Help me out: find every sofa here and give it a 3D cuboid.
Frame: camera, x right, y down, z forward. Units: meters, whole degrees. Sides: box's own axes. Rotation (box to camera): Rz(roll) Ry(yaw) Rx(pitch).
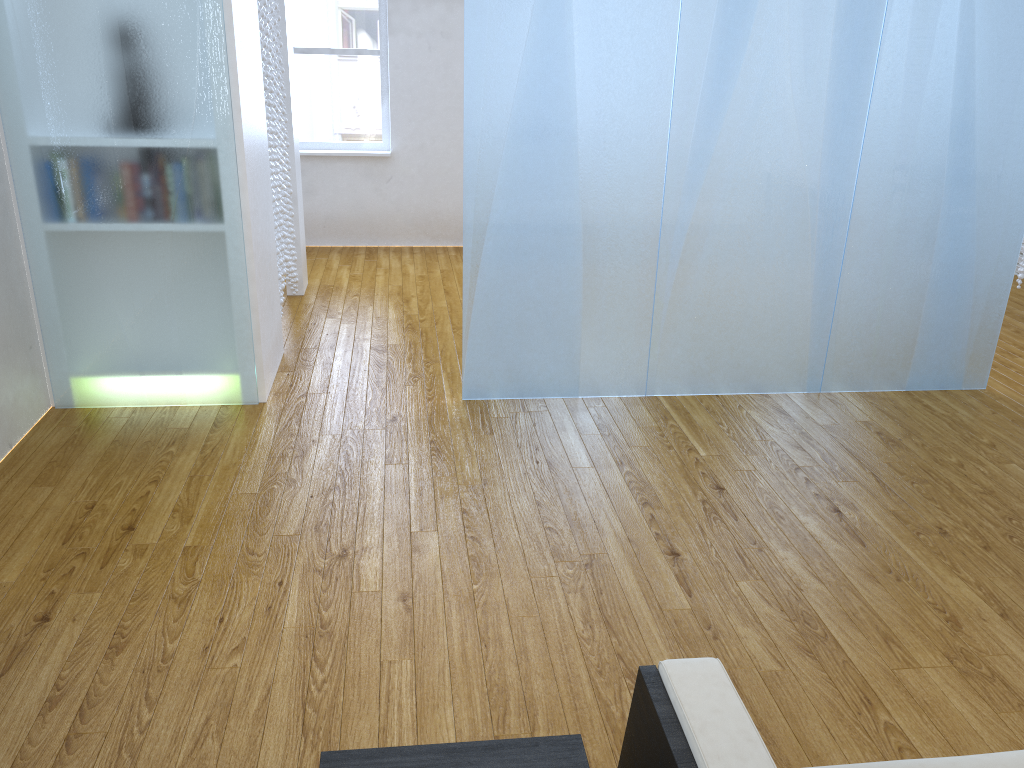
[{"bbox_3d":[1.159,0.454,1.699,5.336,0.687,9.616,-1,21,-7],"label":"sofa"}]

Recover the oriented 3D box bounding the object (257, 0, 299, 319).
[{"bbox_3d":[-1.099,-1.270,4.053,0.051,2.038,0.913,-1,22,-7],"label":"object"}]

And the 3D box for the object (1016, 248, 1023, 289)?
[{"bbox_3d":[2.703,-1.341,4.522,0.051,2.038,0.913,-1,22,-7],"label":"object"}]

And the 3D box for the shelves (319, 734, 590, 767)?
[{"bbox_3d":[-0.041,0.822,0.944,0.349,0.456,0.722,-1,22,-7],"label":"shelves"}]
